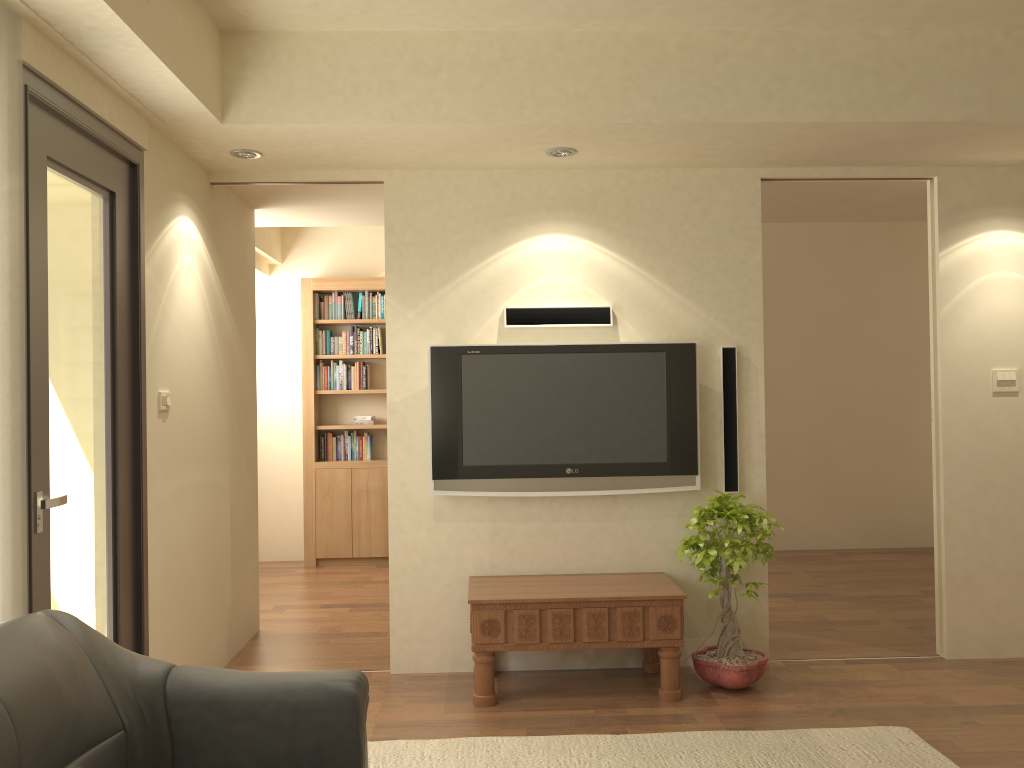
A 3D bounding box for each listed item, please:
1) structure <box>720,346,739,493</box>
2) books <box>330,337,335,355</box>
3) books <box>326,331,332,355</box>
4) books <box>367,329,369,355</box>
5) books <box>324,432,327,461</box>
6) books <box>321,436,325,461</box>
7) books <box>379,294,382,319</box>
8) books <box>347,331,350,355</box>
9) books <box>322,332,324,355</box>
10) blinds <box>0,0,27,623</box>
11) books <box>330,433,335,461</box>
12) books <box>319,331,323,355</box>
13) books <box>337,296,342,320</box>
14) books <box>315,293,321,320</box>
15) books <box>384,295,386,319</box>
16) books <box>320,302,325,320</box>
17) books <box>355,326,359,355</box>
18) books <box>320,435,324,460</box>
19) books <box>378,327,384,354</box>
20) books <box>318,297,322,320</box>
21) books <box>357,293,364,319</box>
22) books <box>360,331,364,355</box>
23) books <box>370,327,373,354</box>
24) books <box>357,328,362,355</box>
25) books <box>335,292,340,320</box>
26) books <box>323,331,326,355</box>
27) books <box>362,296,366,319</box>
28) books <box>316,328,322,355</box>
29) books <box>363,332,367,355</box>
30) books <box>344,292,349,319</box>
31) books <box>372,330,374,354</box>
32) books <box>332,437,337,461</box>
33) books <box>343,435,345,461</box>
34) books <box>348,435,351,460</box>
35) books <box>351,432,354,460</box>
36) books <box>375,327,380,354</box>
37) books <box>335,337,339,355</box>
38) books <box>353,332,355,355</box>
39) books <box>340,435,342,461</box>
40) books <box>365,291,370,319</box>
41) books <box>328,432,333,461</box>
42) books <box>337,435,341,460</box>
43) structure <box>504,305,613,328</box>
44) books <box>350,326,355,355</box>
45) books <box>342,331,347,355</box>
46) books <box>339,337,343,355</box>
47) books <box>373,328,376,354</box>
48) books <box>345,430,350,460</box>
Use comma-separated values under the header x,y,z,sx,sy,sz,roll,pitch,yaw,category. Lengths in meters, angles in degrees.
x,y,z,sx,sy,sz,roll,pitch,yaw,category
1.132,0.184,4.618,0.079,0.764,0.036,-1,-1,-2,structure
-1.553,-0.325,7.720,0.036,0.165,0.111,-1,-1,-2,books
-1.590,-0.351,7.712,0.036,0.218,0.124,-1,-1,-2,books
-1.242,-0.359,7.703,0.014,0.224,0.168,-1,-1,-2,books
-1.612,0.542,7.723,0.019,0.242,0.152,-1,-1,-2,books
-1.634,0.560,7.716,0.026,0.207,0.163,-1,-1,-2,books
-1.136,-0.662,7.697,0.014,0.224,0.168,-1,-1,-2,books
-1.410,-0.350,7.703,0.026,0.211,0.156,-1,-1,-2,books
-1.628,-0.343,7.694,0.011,0.202,0.158,-1,-1,-2,books
-1.412,0.097,1.250,0.002,2.453,2.830,-1,-1,-2,blinds
-1.561,0.545,7.722,0.017,0.235,0.157,-1,-1,-2,books
-1.648,-0.349,7.689,0.026,0.215,0.167,-1,-1,-2,books
-1.481,-0.648,7.687,0.036,0.206,0.162,-1,-1,-2,books
-1.681,-0.660,7.683,0.026,0.237,0.156,-1,-1,-2,books
-1.088,-0.658,7.699,0.026,0.215,0.167,-1,-1,-2,books
-1.638,-0.625,7.707,0.036,0.165,0.111,-1,-1,-2,books
-1.347,-0.373,7.710,0.019,0.255,0.145,-1,-1,-2,books
-1.655,0.556,7.734,0.011,0.215,0.127,-1,-1,-2,books
-1.141,-0.369,7.716,0.035,0.242,0.148,-1,-1,-2,books
-1.662,-0.645,7.678,0.010,0.206,0.167,-1,-1,-2,books
-1.312,-0.667,7.705,0.047,0.238,0.139,-1,-1,-2,books
-1.296,-0.350,7.703,0.026,0.207,0.163,-1,-1,-2,books
-1.216,-0.369,7.708,0.016,0.243,0.158,-1,-1,-2,books
-1.324,-0.364,7.714,0.026,0.237,0.139,-1,-1,-2,books
-1.511,-0.672,7.695,0.019,0.255,0.145,-1,-1,-2,books
-1.615,-0.349,7.689,0.013,0.215,0.168,-1,-1,-2,books
-1.277,-0.653,7.697,0.026,0.211,0.156,-1,-1,-2,books
-1.675,-0.359,7.693,0.026,0.237,0.156,-1,-1,-2,books
-1.266,-0.348,7.711,0.032,0.202,0.150,-1,-1,-2,books
-1.428,-0.666,7.696,0.043,0.242,0.148,-1,-1,-2,books
-1.202,-0.355,7.725,0.011,0.215,0.127,-1,-1,-2,books
-1.536,0.561,7.726,0.032,0.202,0.150,-1,-1,-2,books
-1.450,0.553,7.720,0.009,0.215,0.168,-1,-1,-2,books
-1.406,0.555,7.728,0.026,0.211,0.156,-1,-1,-2,books
-1.380,0.541,7.737,0.026,0.237,0.139,-1,-1,-2,books
-1.167,-0.369,7.713,0.019,0.242,0.152,-1,-1,-2,books
-1.516,-0.325,7.721,0.036,0.165,0.111,-1,-1,-2,books
-1.363,-0.345,7.711,0.011,0.200,0.143,-1,-1,-2,books
-1.477,0.554,7.719,0.013,0.215,0.168,-1,-1,-2,books
-1.250,-0.675,7.700,0.026,0.254,0.154,-1,-1,-2,books
-1.578,0.541,7.721,0.016,0.243,0.158,-1,-1,-2,books
-1.502,0.553,7.741,0.036,0.218,0.124,-1,-1,-2,books
0.239,-0.350,4.589,0.559,0.111,0.048,-1,-1,-2,structure
-1.383,-0.372,7.705,0.026,0.254,0.154,-1,-1,-2,books
-1.442,-0.347,7.699,0.036,0.206,0.162,-1,-1,-2,books
-1.479,-0.326,7.723,0.036,0.165,0.111,-1,-1,-2,books
-1.186,-0.365,7.710,0.017,0.235,0.157,-1,-1,-2,books
-1.433,0.533,7.728,0.026,0.254,0.154,-1,-1,-2,books
